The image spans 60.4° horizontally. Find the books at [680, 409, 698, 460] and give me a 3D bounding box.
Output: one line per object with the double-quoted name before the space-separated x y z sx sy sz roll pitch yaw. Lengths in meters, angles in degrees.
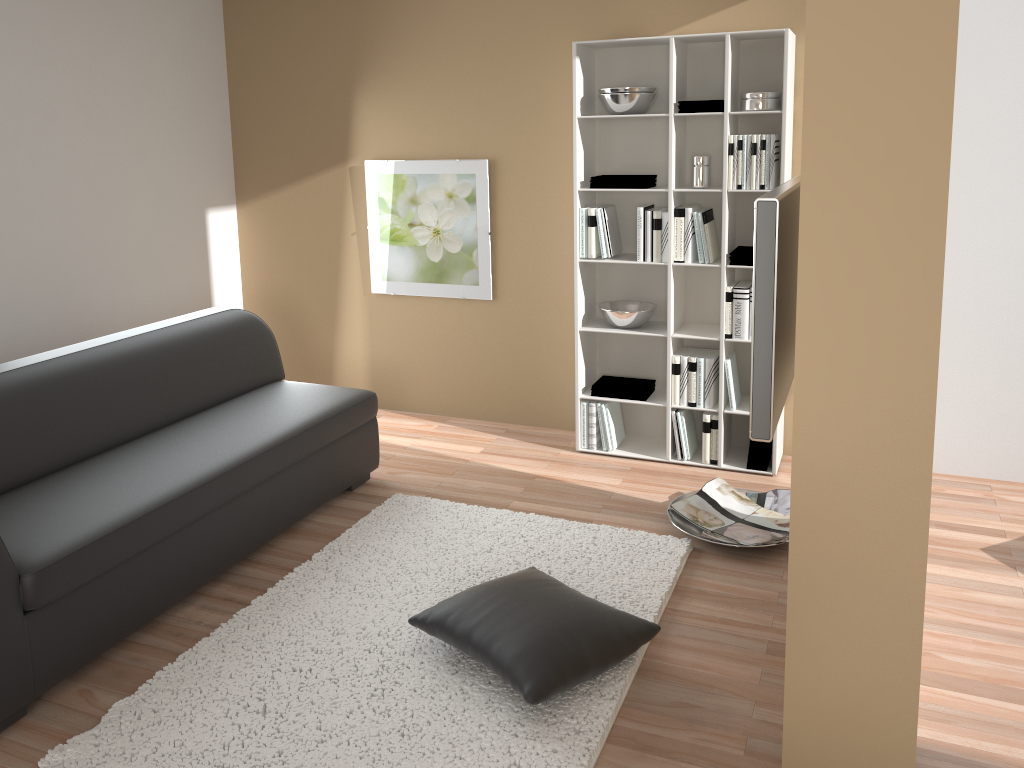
"books" 0.929 0.238 4.607 0.058 0.252 0.212 3 13 22

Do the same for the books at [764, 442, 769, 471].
"books" 1.306 0.277 4.441 0.032 0.268 0.224 3 12 22

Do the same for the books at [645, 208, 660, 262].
"books" 0.727 -0.769 4.522 0.040 0.253 0.212 3 12 22

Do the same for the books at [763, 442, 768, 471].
"books" 1.301 0.279 4.444 0.032 0.263 0.215 3 12 22

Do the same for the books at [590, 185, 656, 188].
"books" 0.577 -1.025 4.557 0.298 0.006 0.215 5 17 22

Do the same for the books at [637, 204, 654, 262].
"books" 0.688 -0.781 4.537 0.040 0.270 0.212 3 12 22

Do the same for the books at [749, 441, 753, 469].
"books" 1.236 0.269 4.474 0.032 0.265 0.218 3 12 22

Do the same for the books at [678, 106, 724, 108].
"books" 0.948 -1.371 4.364 0.210 0.006 0.304 4 16 17

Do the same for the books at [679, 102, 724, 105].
"books" 0.952 -1.387 4.362 0.210 0.007 0.304 4 16 17

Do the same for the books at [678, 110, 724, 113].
"books" 0.949 -1.350 4.369 0.210 0.006 0.304 4 16 17

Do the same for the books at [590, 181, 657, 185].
"books" 0.578 -1.041 4.553 0.298 0.006 0.215 5 17 22

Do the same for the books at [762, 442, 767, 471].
"books" 1.296 0.278 4.446 0.032 0.263 0.215 3 12 22

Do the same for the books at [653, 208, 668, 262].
"books" 0.763 -0.764 4.501 0.040 0.253 0.212 3 12 22

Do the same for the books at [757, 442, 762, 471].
"books" 1.275 0.276 4.453 0.032 0.264 0.216 3 12 22

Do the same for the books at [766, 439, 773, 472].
"books" 1.311 0.279 4.439 0.032 0.263 0.215 3 12 22

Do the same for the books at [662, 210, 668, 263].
"books" 0.804 -0.759 4.492 0.040 0.246 0.212 3 13 22

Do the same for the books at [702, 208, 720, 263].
"books" 1.002 -0.748 4.430 0.058 0.252 0.212 3 13 22

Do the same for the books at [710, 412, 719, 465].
"books" 1.061 0.256 4.538 0.040 0.253 0.212 3 12 22

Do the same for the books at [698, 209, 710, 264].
"books" 0.980 -0.743 4.422 0.058 0.252 0.212 3 13 22

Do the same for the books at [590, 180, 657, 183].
"books" 0.578 -1.046 4.552 0.298 0.006 0.215 5 17 22

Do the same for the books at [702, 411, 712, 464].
"books" 1.022 0.253 4.550 0.040 0.253 0.212 3 12 22

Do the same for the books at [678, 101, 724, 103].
"books" 0.946 -1.392 4.359 0.210 0.007 0.304 4 16 17

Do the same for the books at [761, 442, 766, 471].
"books" 1.290 0.276 4.446 0.032 0.267 0.221 3 12 22

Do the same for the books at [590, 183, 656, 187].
"books" 0.577 -1.031 4.556 0.298 0.006 0.215 5 17 22

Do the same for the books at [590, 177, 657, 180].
"books" 0.578 -1.063 4.553 0.298 0.007 0.215 5 17 22

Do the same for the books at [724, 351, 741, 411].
"books" 1.121 -0.018 4.470 0.060 0.254 0.212 3 12 22

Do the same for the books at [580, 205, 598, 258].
"books" 0.406 -0.809 4.649 0.040 0.253 0.212 3 12 22

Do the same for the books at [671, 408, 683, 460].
"books" 0.884 0.237 4.613 0.060 0.254 0.212 3 12 22

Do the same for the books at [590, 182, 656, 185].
"books" 0.575 -1.036 4.556 0.298 0.006 0.215 5 17 20

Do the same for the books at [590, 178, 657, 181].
"books" 0.578 -1.058 4.554 0.298 0.007 0.215 5 17 22

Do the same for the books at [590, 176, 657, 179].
"books" 0.579 -1.067 4.547 0.298 0.007 0.215 5 17 22

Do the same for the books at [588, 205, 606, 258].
"books" 0.447 -0.803 4.626 0.040 0.253 0.212 3 12 22

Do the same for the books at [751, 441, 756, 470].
"books" 1.244 0.272 4.465 0.032 0.267 0.221 3 12 22

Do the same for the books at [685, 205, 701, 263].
"books" 0.913 -0.762 4.456 0.040 0.270 0.212 3 12 22

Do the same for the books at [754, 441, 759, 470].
"books" 1.260 0.272 4.460 0.032 0.268 0.224 3 12 22

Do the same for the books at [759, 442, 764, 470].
"books" 1.281 0.273 4.455 0.032 0.265 0.218 3 12 22

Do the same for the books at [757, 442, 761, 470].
"books" 1.270 0.276 4.456 0.032 0.263 0.215 3 12 22

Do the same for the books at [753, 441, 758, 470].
"books" 1.255 0.274 4.463 0.032 0.263 0.215 3 12 22

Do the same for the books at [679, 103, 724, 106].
"books" 0.952 -1.382 4.362 0.210 0.007 0.304 4 16 17

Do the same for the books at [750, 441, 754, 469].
"books" 1.240 0.270 4.472 0.032 0.265 0.218 3 12 22

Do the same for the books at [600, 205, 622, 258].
"books" 0.519 -0.800 4.611 0.058 0.252 0.212 3 13 22

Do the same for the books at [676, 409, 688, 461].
"books" 0.907 0.243 4.599 0.058 0.252 0.212 3 13 22

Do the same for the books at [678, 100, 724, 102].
"books" 0.947 -1.397 4.357 0.210 0.006 0.304 4 16 17

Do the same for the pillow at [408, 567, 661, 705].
"pillow" 0.067 0.787 2.866 0.589 0.205 0.617 -14 20 -40

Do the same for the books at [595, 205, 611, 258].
"books" 0.493 -0.799 4.610 0.060 0.254 0.212 3 13 23

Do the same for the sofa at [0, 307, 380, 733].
"sofa" -1.493 0.304 3.574 0.954 0.816 2.309 4 16 22

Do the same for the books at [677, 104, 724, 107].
"books" 0.947 -1.378 4.365 0.210 0.006 0.304 4 17 18

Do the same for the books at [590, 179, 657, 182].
"books" 0.576 -1.052 4.551 0.298 0.006 0.215 6 17 23

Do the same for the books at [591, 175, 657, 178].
"books" 0.580 -1.073 4.547 0.298 0.006 0.215 5 17 22

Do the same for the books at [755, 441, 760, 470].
"books" 1.265 0.275 4.458 0.032 0.263 0.215 3 12 22

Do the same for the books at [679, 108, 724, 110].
"books" 0.950 -1.362 4.369 0.210 0.006 0.304 3 16 15

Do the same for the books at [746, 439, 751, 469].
"books" 1.225 0.271 4.475 0.032 0.263 0.215 3 12 22

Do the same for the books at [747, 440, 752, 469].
"books" 1.229 0.272 4.472 0.032 0.264 0.216 3 12 22

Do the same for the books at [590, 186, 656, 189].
"books" 0.576 -1.020 4.556 0.298 0.007 0.215 5 17 22

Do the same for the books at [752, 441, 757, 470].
"books" 1.250 0.273 4.464 0.032 0.263 0.215 3 12 22

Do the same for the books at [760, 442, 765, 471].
"books" 1.286 0.274 4.453 0.032 0.265 0.218 3 12 22

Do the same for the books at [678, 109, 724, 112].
"books" 0.949 -1.356 4.368 0.210 0.006 0.304 4 16 17

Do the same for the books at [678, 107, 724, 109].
"books" 0.949 -1.366 4.365 0.210 0.006 0.304 4 16 17
